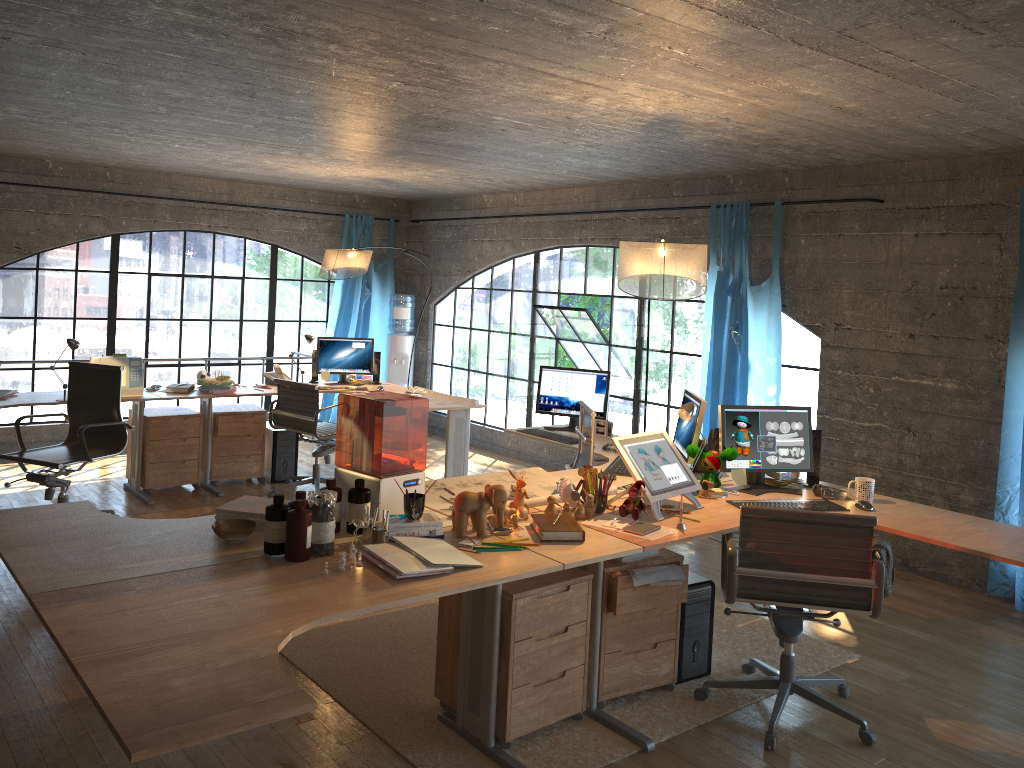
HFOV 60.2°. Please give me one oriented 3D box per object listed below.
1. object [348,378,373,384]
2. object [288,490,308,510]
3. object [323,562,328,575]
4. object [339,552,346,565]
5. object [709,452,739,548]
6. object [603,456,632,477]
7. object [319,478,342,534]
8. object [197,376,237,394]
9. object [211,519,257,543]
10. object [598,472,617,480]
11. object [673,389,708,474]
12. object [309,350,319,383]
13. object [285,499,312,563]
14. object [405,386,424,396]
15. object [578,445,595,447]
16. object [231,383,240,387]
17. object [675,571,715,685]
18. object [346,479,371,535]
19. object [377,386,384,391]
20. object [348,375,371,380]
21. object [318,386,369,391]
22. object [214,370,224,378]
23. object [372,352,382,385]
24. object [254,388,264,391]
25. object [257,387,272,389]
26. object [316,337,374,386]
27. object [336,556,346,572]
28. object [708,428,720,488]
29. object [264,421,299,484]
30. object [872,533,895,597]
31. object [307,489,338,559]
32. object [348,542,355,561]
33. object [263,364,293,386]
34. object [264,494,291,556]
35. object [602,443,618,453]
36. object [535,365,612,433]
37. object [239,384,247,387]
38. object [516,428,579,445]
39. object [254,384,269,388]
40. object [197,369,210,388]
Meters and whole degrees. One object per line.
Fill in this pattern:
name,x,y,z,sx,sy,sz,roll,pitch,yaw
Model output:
object,-1.289,-0.026,7.516,0.204,0.036,0.205,-3,8,-40
object,-0.701,0.447,2.913,0.079,0.186,0.080,2,2,-21
object,-0.565,0.557,2.677,0.017,0.037,0.017,3,2,6
object,-0.530,0.548,2.762,0.019,0.040,0.019,3,2,2
object,1.640,0.643,6.001,0.580,0.800,0.492,1,3,-34
object,0.596,0.418,4.519,0.187,0.011,0.492,5,7,16
object,-0.641,0.428,3.112,0.079,0.186,0.080,2,2,-21
object,-2.184,-0.004,6.523,0.252,0.129,0.257,-1,7,-36
object,-0.931,0.499,2.956,0.147,0.054,0.147,6,7,27
object,0.449,0.436,4.206,0.101,0.034,0.059,6,6,26
object,0.894,0.248,4.473,0.286,0.389,0.472,3,4,1
object,-1.654,-0.150,7.389,0.085,0.277,0.085,3,1,5
object,-0.676,0.462,2.797,0.079,0.186,0.080,2,2,-31
object,-0.762,0.053,6.932,0.159,0.064,0.054,5,4,18
object,0.423,0.343,5.011,0.101,0.034,0.059,0,6,-29
object,-2.188,0.006,6.889,0.132,0.026,0.132,-2,8,-38
object,0.646,1.025,3.918,0.200,0.410,0.483,1,4,-34
object,-0.542,0.431,3.123,0.079,0.186,0.080,2,2,-31
object,-1.056,0.036,7.089,0.059,0.034,0.101,2,6,-4
object,-1.300,-0.063,7.534,0.152,0.032,0.145,-1,8,-34
object,-1.402,0.033,7.061,0.490,0.011,0.188,1,7,-14
object,-2.276,-0.043,6.837,0.039,0.128,0.134,1,4,-43
object,-1.143,-0.137,7.493,0.085,0.277,0.085,2,2,-37
object,-1.935,0.044,6.747,0.148,0.007,0.008,9,7,44
object,-1.921,0.032,6.857,0.126,0.009,0.012,4,5,14
object,-1.400,-0.194,7.397,0.469,0.390,0.287,2,3,-14
object,-0.525,0.552,2.712,0.026,0.044,0.026,3,2,6
object,0.942,0.343,4.151,0.085,0.277,0.085,3,1,7
object,-1.899,0.541,7.093,0.200,0.410,0.483,1,4,-34
object,1.291,0.703,3.404,0.367,0.241,0.301,3,4,2
object,-0.620,0.446,2.871,0.094,0.213,0.099,1,2,-41
object,-0.511,0.533,2.818,0.025,0.058,0.025,4,2,34
object,-1.889,-0.079,7.163,0.191,0.164,0.169,6,5,36
object,-0.758,0.451,2.853,0.079,0.186,0.080,2,2,-31
object,0.706,0.333,5.011,0.411,0.081,0.281,2,6,-7
object,0.386,0.095,5.605,0.471,0.390,0.286,4,3,21
object,-2.125,0.011,6.943,0.011,0.011,0.159,-1,7,-42
object,0.251,0.312,5.312,0.187,0.011,0.493,-2,8,-39
object,-1.977,0.012,6.943,0.107,0.024,0.097,0,7,-25
object,-2.359,-0.042,6.765,0.099,0.135,0.155,3,4,-4
